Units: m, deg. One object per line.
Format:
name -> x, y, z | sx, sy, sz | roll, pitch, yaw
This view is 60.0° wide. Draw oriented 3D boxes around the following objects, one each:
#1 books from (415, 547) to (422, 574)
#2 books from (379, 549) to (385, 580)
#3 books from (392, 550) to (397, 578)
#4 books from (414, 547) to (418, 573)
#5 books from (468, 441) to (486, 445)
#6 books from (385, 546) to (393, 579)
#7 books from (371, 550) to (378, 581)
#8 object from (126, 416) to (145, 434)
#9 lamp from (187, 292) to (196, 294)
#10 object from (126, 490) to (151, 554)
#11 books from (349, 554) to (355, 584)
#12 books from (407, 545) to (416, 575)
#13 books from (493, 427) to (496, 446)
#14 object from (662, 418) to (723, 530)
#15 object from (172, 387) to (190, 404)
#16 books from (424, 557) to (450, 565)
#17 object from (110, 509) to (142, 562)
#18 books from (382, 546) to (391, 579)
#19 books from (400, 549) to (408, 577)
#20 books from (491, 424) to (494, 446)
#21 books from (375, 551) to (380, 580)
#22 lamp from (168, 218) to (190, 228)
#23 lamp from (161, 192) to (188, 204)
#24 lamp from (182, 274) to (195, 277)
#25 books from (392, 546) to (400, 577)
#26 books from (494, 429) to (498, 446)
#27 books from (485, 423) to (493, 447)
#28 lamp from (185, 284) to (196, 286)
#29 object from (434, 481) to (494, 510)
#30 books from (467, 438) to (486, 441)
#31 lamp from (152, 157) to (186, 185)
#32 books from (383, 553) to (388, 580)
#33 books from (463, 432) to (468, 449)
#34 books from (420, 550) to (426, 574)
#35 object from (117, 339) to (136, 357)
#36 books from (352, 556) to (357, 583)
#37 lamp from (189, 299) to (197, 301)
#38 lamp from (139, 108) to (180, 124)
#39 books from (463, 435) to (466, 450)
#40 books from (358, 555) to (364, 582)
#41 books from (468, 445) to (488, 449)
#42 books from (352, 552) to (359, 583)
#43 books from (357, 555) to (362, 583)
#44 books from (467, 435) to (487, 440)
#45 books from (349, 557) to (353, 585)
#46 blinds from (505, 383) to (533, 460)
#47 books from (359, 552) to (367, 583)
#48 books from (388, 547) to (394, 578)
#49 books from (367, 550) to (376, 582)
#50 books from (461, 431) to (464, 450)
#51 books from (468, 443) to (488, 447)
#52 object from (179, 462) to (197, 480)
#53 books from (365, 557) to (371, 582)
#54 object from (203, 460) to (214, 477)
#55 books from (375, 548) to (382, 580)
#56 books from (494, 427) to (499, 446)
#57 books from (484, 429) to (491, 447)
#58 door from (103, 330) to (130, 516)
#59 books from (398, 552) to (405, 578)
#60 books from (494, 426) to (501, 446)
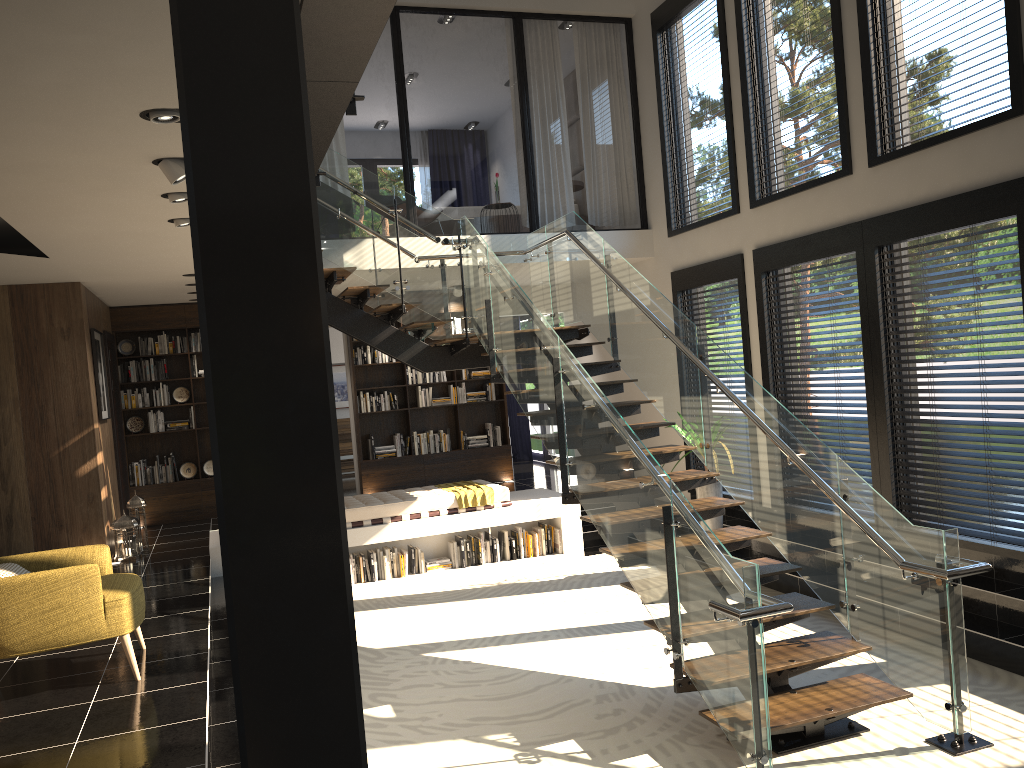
books -> -0.964, 1.819, 9.169 | 0.020, 0.257, 0.154 | -5, 2, -19
books -> -1.333, 1.837, 9.038 | 0.025, 0.287, 0.169 | -5, 2, -19
books -> -1.216, 1.844, 9.086 | 0.034, 0.252, 0.151 | -5, 2, -19
books -> -1.003, 1.825, 9.184 | 0.045, 0.252, 0.142 | -5, 2, -19
books -> -0.496, 0.813, 12.239 | 0.250, 0.026, 0.148 | -5, 1, -22
books -> -1.259, 1.822, 9.051 | 0.020, 0.305, 0.172 | -5, 2, -19
books -> -1.403, 1.841, 9.006 | 0.025, 0.293, 0.205 | -5, 2, -19
object -> -4.615, 0.504, 10.871 | 0.212, 0.222, 0.082 | -5, 2, -19
lamp -> -3.489, -1.038, 10.015 | 0.346, 0.263, 0.195 | -5, 1, -19
object -> -3.768, 1.386, 8.937 | 0.182, 0.643, 0.182 | -5, 2, -19
books -> -1.614, 1.858, 8.927 | 0.020, 0.296, 0.102 | -5, 2, -19
books -> -1.034, 1.812, 9.155 | 0.030, 0.284, 0.176 | -5, 2, -19
books -> -0.269, 0.727, 12.306 | 0.023, 0.267, 0.147 | -5, 2, -19
object -> 1.913, 0.926, 8.720 | 0.876, 1.338, 0.830 | -6, 2, -29
object -> -4.115, 0.142, 11.038 | 0.212, 0.222, 0.082 | -5, 2, -19
books -> -0.787, 1.846, 9.248 | 0.249, 0.026, 0.148 | -5, 1, -21
object -> -3.782, 1.471, 8.689 | 0.262, 0.484, 0.262 | -5, 2, -19
books -> -1.283, 1.824, 9.049 | 0.026, 0.305, 0.187 | -5, 2, -19
books -> -1.108, 1.832, 9.096 | 0.050, 0.258, 0.215 | -5, 1, -19
books -> -0.291, 0.707, 12.288 | 0.027, 0.311, 0.149 | -5, 2, -19
books -> -1.382, 1.850, 9.032 | 0.029, 0.271, 0.128 | -5, 2, -19
lamp -> -2.110, -1.134, 5.894 | 0.346, 0.177, 0.195 | -5, 1, -19
lamp -> -1.862, -1.144, 5.158 | 0.346, 0.177, 0.195 | -5, 1, -19
lamp -> -2.995, -1.057, 8.546 | 0.346, 0.263, 0.195 | -5, 1, -19
books -> -1.189, 1.821, 9.106 | 0.036, 0.293, 0.128 | -5, 2, -19
books -> -0.245, 0.742, 12.311 | 0.022, 0.234, 0.178 | -5, 1, -19
books -> -0.318, 0.702, 12.278 | 0.030, 0.326, 0.195 | -5, 2, -19
lamp -> -3.243, -1.064, 9.279 | 0.346, 0.231, 0.195 | -5, 1, -19
object -> -0.539, 1.354, 9.720 | 0.466, 0.510, 1.166 | -5, 1, -19
books -> -0.499, 0.763, 12.236 | 0.251, 0.026, 0.148 | -5, 1, -23
lamp -> -1.613, -1.118, 4.425 | 0.346, 0.247, 0.195 | -5, 1, -19
books -> -1.300, 1.855, 9.025 | 0.027, 0.246, 0.193 | -5, 1, -19
books -> -0.645, 0.776, 12.160 | 0.026, 0.238, 0.159 | -5, 2, -19
books -> -0.939, 1.837, 9.178 | 0.030, 0.218, 0.186 | -5, 1, -19
object -> -4.700, -0.438, 10.816 | 0.212, 0.222, 0.082 | -5, 2, -19
books -> -1.606, 1.882, 8.978 | 0.026, 0.247, 0.149 | -5, 2, -19
lamp -> -3.740, -1.071, 10.752 | 0.346, 0.177, 0.195 | -5, 1, -19
lamp -> -1.369, -1.172, 3.688 | 0.346, 0.158, 0.195 | -5, 1, -19
books -> -0.671, 0.798, 12.160 | 0.025, 0.199, 0.149 | -5, 1, -19
books -> -1.530, 1.868, 8.969 | 0.019, 0.261, 0.183 | -5, 2, -19
books -> -0.490, 0.868, 12.238 | 0.273, 0.025, 0.156 | -5, 1, -21
books -> -1.584, 1.860, 8.984 | 0.025, 0.285, 0.137 | -5, 2, -19
books -> -1.555, 1.871, 8.978 | 0.023, 0.260, 0.133 | -5, 2, -19
books -> -0.497, 0.735, 12.221 | 0.288, 0.030, 0.175 | -5, 1, -14
books -> -1.625, 1.872, 8.899 | 0.021, 0.271, 0.148 | -5, 2, -19
blinds -> 0.030, -0.030, 15.293 | 0.161, 2.771, 1.080 | -5, 2, -20
books -> -1.506, 1.855, 8.968 | 0.028, 0.283, 0.173 | -5, 2, -19
books -> -1.240, 1.826, 9.062 | 0.023, 0.293, 0.157 | -5, 2, -19
books -> -1.427, 1.840, 8.984 | 0.033, 0.299, 0.196 | -5, 2, -19
books -> -0.701, 0.768, 12.164 | 0.024, 0.264, 0.174 | -5, 2, -19
books -> -0.490, 0.840, 12.229 | 0.286, 0.031, 0.176 | -5, 1, -20
object -> -4.030, 1.084, 11.046 | 0.212, 0.222, 0.082 | -5, 2, -19
books -> -1.471, 1.876, 8.994 | 0.050, 0.234, 0.149 | -5, 2, -19
object -> -3.768, 1.061, 11.129 | 0.212, 0.222, 0.082 | -5, 2, -19
books -> -1.359, 1.829, 9.039 | 0.023, 0.308, 0.126 | -5, 2, -19
books -> -0.222, 0.730, 12.310 | 0.023, 0.254, 0.191 | -5, 1, -19
books -> -0.340, 0.744, 12.268 | 0.026, 0.247, 0.149 | -5, 2, -19
door -> -4.584, 0.587, 10.240 | 0.104, 2.348, 0.931 | -5, 2, -19
books -> -1.141, 1.848, 9.076 | 0.028, 0.233, 0.205 | -5, 1, -19
books -> -0.198, 0.718, 12.311 | 0.025, 0.274, 0.204 | -5, 1, -19
